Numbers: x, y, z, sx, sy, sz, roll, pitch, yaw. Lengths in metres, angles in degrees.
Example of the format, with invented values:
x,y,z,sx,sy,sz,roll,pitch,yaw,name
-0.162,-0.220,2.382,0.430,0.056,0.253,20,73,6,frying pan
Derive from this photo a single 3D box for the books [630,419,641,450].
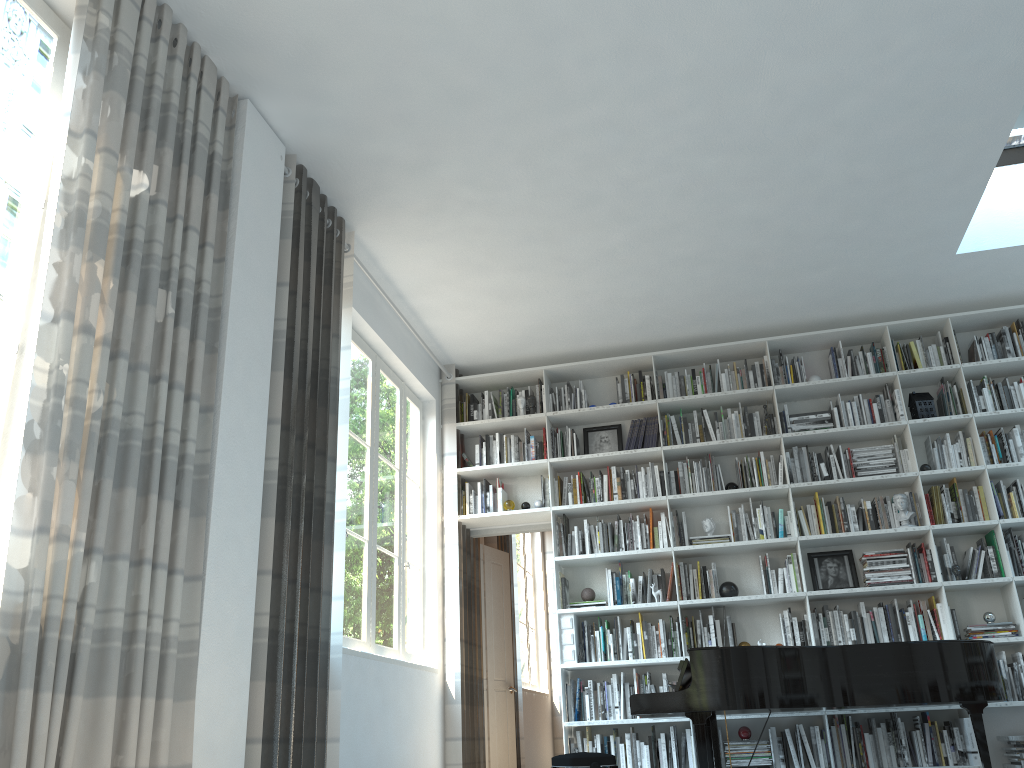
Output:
x,y,z,sx,sy,sz,roll,pitch,yaw,name
0.937,0.426,6.708,0.110,0.278,0.175,-7,-22,12,books

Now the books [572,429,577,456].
x,y,z,sx,sy,sz,roll,pitch,yaw,name
0.487,0.490,6.793,0.012,0.253,0.167,-7,-22,11,books

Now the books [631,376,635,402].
x,y,z,sx,sy,sz,roll,pitch,yaw,name
0.942,0.088,6.835,0.010,0.262,0.157,-7,-22,11,books

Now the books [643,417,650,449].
x,y,z,sx,sy,sz,roll,pitch,yaw,name
1.025,0.416,6.709,0.078,0.284,0.175,-7,-22,11,books

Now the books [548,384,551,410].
x,y,z,sx,sy,sz,roll,pitch,yaw,name
0.309,0.164,6.984,0.007,0.284,0.160,-7,-22,11,books

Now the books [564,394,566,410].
x,y,z,sx,sy,sz,roll,pitch,yaw,name
0.432,0.192,6.943,0.014,0.191,0.147,-7,-22,11,books

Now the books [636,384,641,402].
x,y,z,sx,sy,sz,roll,pitch,yaw,name
0.985,0.119,6.818,0.027,0.189,0.178,-7,-22,11,books

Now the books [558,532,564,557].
x,y,z,sx,sy,sz,roll,pitch,yaw,name
0.374,1.212,6.553,0.026,0.208,0.155,-7,-22,11,books

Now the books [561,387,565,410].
x,y,z,sx,sy,sz,roll,pitch,yaw,name
0.415,0.167,6.947,0.016,0.242,0.157,-7,-22,11,books

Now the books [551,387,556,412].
x,y,z,sx,sy,sz,roll,pitch,yaw,name
0.332,0.172,6.973,0.007,0.257,0.157,-7,-22,11,books

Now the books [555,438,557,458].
x,y,z,sx,sy,sz,roll,pitch,yaw,name
0.349,0.535,6.822,0.015,0.206,0.173,-7,-22,11,books

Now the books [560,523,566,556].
x,y,z,sx,sy,sz,roll,pitch,yaw,name
0.392,1.177,6.543,0.027,0.265,0.176,-7,-22,11,books

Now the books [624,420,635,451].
x,y,z,sx,sy,sz,roll,pitch,yaw,name
0.895,0.434,6.725,0.110,0.278,0.175,-7,-22,12,books

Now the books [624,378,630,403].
x,y,z,sx,sy,sz,roll,pitch,yaw,name
0.898,0.101,6.842,0.028,0.248,0.156,-7,-22,11,books

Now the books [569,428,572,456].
x,y,z,sx,sy,sz,roll,pitch,yaw,name
0.458,0.489,6.792,0.023,0.257,0.184,-7,-22,11,books

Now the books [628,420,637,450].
x,y,z,sx,sy,sz,roll,pitch,yaw,name
0.919,0.435,6.728,0.110,0.278,0.175,-7,-22,12,books

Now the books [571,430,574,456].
x,y,z,sx,sy,sz,roll,pitch,yaw,name
0.476,0.494,6.796,0.011,0.249,0.168,-7,-22,11,books

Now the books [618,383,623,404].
x,y,z,sx,sy,sz,roll,pitch,yaw,name
0.849,0.123,6.852,0.028,0.217,0.153,-7,-22,11,books

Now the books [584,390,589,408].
x,y,z,sx,sy,sz,roll,pitch,yaw,name
0.587,0.165,6.917,0.013,0.209,0.137,-7,-22,11,books

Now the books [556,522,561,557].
x,y,z,sx,sy,sz,roll,pitch,yaw,name
0.356,1.182,6.578,0.012,0.284,0.160,-7,-22,11,books

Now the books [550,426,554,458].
x,y,z,sx,sy,sz,roll,pitch,yaw,name
0.320,0.491,6.831,0.005,0.291,0.184,-7,-22,11,books

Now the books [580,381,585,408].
x,y,z,sx,sy,sz,roll,pitch,yaw,name
0.561,0.133,6.945,0.015,0.292,0.131,-7,-22,11,books

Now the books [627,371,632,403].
x,y,z,sx,sy,sz,roll,pitch,yaw,name
0.923,0.074,6.874,0.014,0.319,0.137,-7,-22,11,books

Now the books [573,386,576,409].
x,y,z,sx,sy,sz,roll,pitch,yaw,name
0.505,0.152,6.934,0.013,0.251,0.129,-7,-22,11,books

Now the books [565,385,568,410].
x,y,z,sx,sy,sz,roll,pitch,yaw,name
0.442,0.154,6.941,0.016,0.259,0.155,-7,-22,11,books

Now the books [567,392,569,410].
x,y,z,sx,sy,sz,roll,pitch,yaw,name
0.453,0.146,6.940,0.007,0.271,0.155,-7,-22,11,books

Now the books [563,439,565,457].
x,y,z,sx,sy,sz,roll,pitch,yaw,name
0.416,0.528,6.828,0.012,0.213,0.132,-7,-22,11,books

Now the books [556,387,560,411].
x,y,z,sx,sy,sz,roll,pitch,yaw,name
0.371,0.168,6.955,0.012,0.248,0.180,-7,-22,11,books

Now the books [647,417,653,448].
x,y,z,sx,sy,sz,roll,pitch,yaw,name
1.048,0.415,6.708,0.078,0.284,0.175,-7,-22,11,books

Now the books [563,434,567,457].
x,y,z,sx,sy,sz,roll,pitch,yaw,name
0.422,0.512,6.793,0.018,0.218,0.187,-7,-22,11,books

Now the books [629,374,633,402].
x,y,z,sx,sy,sz,roll,pitch,yaw,name
0.933,0.085,6.851,0.013,0.282,0.167,-7,-22,11,books

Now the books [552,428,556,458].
x,y,z,sx,sy,sz,roll,pitch,yaw,name
0.336,0.497,6.836,0.006,0.286,0.149,-7,-22,12,books

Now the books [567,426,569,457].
x,y,z,sx,sy,sz,roll,pitch,yaw,name
0.446,0.483,6.808,0.005,0.280,0.191,-7,-22,11,books

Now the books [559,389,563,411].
x,y,z,sx,sy,sz,roll,pitch,yaw,name
0.400,0.175,6.942,0.013,0.224,0.177,-7,-22,11,books

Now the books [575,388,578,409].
x,y,z,sx,sy,sz,roll,pitch,yaw,name
0.515,0.163,6.917,0.013,0.218,0.182,-7,-22,11,books

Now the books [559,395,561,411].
x,y,z,sx,sy,sz,roll,pitch,yaw,name
0.390,0.197,6.955,0.017,0.193,0.129,-7,-22,11,books

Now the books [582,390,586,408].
x,y,z,sx,sy,sz,roll,pitch,yaw,name
0.572,0.167,6.909,0.014,0.201,0.171,-7,-22,11,books

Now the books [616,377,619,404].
x,y,z,sx,sy,sz,roll,pitch,yaw,name
0.831,0.103,6.878,0.013,0.276,0.151,-7,-22,11,books

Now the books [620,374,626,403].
x,y,z,sx,sy,sz,roll,pitch,yaw,name
0.872,0.090,6.854,0.024,0.278,0.188,-7,-22,11,books

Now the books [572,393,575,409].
x,y,z,sx,sy,sz,roll,pitch,yaw,name
0.486,0.185,6.920,0.026,0.182,0.162,-7,-22,11,books

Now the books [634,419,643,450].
x,y,z,sx,sy,sz,roll,pitch,yaw,name
0.963,0.429,6.719,0.110,0.278,0.175,-7,-22,12,books

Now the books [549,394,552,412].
x,y,z,sx,sy,sz,roll,pitch,yaw,name
0.320,0.197,6.960,0.017,0.203,0.143,-7,-22,11,books

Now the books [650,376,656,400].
x,y,z,sx,sy,sz,roll,pitch,yaw,name
1.096,0.082,6.820,0.039,0.251,0.147,-7,-22,11,books

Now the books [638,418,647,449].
x,y,z,sx,sy,sz,roll,pitch,yaw,name
0.988,0.416,6.696,0.097,0.281,0.175,-7,-22,12,books

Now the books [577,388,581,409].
x,y,z,sx,sy,sz,roll,pitch,yaw,name
0.531,0.161,6.906,0.021,0.213,0.174,-7,-22,11,books

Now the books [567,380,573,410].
x,y,z,sx,sy,sz,roll,pitch,yaw,name
0.460,0.136,6.925,0.015,0.278,0.191,-7,-22,11,books

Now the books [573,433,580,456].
x,y,z,sx,sy,sz,roll,pitch,yaw,name
0.498,0.504,6.776,0.012,0.213,0.186,-7,-22,11,books

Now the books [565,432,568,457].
x,y,z,sx,sy,sz,roll,pitch,yaw,name
0.436,0.503,6.805,0.019,0.242,0.154,-7,-22,11,books

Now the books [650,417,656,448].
x,y,z,sx,sy,sz,roll,pitch,yaw,name
1.069,0.411,6.700,0.078,0.284,0.175,-7,-22,11,books

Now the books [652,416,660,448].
x,y,z,sx,sy,sz,roll,pitch,yaw,name
1.088,0.403,6.682,0.078,0.284,0.175,-7,-22,11,books

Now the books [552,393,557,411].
x,y,z,sx,sy,sz,roll,pitch,yaw,name
0.352,0.192,6.959,0.032,0.209,0.159,-7,-22,11,books

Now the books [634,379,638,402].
x,y,z,sx,sy,sz,roll,pitch,yaw,name
0.971,0.100,6.856,0.013,0.253,0.130,-7,-22,11,books

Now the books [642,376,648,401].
x,y,z,sx,sy,sz,roll,pitch,yaw,name
1.035,0.085,6.832,0.022,0.259,0.152,-7,-22,11,books

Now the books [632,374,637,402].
x,y,z,sx,sy,sz,roll,pitch,yaw,name
0.952,0.082,6.835,0.011,0.273,0.184,-7,-22,11,books

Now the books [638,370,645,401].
x,y,z,sx,sy,sz,roll,pitch,yaw,name
1.006,0.062,6.822,0.025,0.296,0.164,-7,-22,11,books

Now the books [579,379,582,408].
x,y,z,sx,sy,sz,roll,pitch,yaw,name
0.547,0.126,6.938,0.007,0.300,0.146,-7,-22,12,books

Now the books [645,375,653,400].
x,y,z,sx,sy,sz,roll,pitch,yaw,name
1.058,0.080,6.814,0.031,0.253,0.179,-7,-22,11,books
